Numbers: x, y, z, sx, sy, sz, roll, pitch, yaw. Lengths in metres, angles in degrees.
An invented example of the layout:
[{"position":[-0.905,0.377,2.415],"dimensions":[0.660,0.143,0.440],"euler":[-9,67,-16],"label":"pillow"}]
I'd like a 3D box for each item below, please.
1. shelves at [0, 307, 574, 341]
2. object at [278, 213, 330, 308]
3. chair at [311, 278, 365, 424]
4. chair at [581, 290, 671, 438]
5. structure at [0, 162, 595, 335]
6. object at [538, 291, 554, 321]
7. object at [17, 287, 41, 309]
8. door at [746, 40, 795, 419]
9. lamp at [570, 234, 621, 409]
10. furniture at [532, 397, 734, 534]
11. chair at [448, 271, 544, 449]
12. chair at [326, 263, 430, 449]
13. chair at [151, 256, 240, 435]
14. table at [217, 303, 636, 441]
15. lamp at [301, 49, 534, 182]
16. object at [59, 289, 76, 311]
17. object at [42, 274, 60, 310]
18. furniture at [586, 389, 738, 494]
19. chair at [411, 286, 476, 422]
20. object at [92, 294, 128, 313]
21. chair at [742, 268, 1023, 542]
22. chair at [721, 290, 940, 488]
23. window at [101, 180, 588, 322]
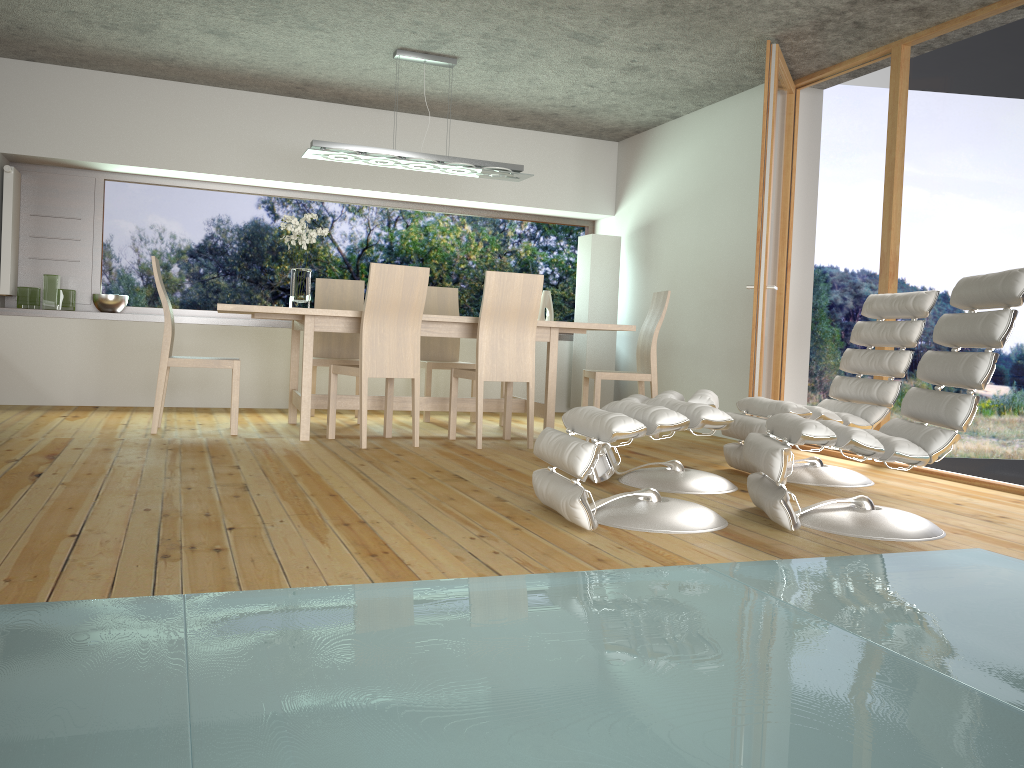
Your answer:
[{"position":[-1.466,-0.472,7.344],"dimensions":[4.869,0.054,0.404],"euler":[1,3,-21],"label":"shelves"},{"position":[-1.300,-0.765,5.497],"dimensions":[0.304,0.607,0.302],"euler":[2,2,-18],"label":"object"},{"position":[-1.249,-0.252,6.331],"dimensions":[0.404,1.016,0.507],"euler":[2,2,-10],"label":"chair"},{"position":[0.794,-0.154,6.236],"dimensions":[0.506,1.016,0.405],"euler":[2,2,-8],"label":"chair"},{"position":[-1.450,-1.016,7.352],"dimensions":[4.873,1.153,0.526],"euler":[1,2,-21],"label":"structure"},{"position":[0.302,-0.643,7.952],"dimensions":[0.153,0.384,0.153],"euler":[2,2,-25],"label":"object"},{"position":[-3.542,-0.630,6.498],"dimensions":[0.111,0.160,0.112],"euler":[3,2,19],"label":"object"},{"position":[1.638,-0.797,5.576],"dimensions":[0.163,2.416,0.935],"euler":[3,2,24],"label":"door"},{"position":[0.722,-0.523,7.664],"dimensions":[0.280,1.499,0.280],"euler":[2,1,-21],"label":"lamp"},{"position":[0.468,0.274,3.281],"dimensions":[0.686,0.439,0.570],"euler":[2,2,-15],"label":"furniture"},{"position":[-0.095,-0.146,5.315],"dimensions":[0.404,1.016,0.507],"euler":[2,2,-22],"label":"chair"},{"position":[-0.769,-0.166,5.117],"dimensions":[0.404,1.016,0.507],"euler":[2,2,-32],"label":"chair"},{"position":[-1.889,-0.227,5.299],"dimensions":[0.506,1.016,0.405],"euler":[2,2,-18],"label":"chair"},{"position":[-0.610,-0.063,5.757],"dimensions":[2.499,0.755,1.202],"euler":[2,3,-18],"label":"table"},{"position":[-0.581,-1.776,5.783],"dimensions":[1.490,0.719,0.290],"euler":[2,2,-21],"label":"lamp"},{"position":[-3.344,-0.629,6.651],"dimensions":[0.111,0.160,0.112],"euler":[1,2,-36],"label":"object"},{"position":[-3.375,-0.670,6.496],"dimensions":[0.099,0.259,0.099],"euler":[2,2,-16],"label":"object"},{"position":[0.713,0.241,4.138],"dimensions":[0.686,0.439,0.570],"euler":[3,2,14],"label":"furniture"},{"position":[-0.524,-0.241,6.762],"dimensions":[0.404,1.016,0.507],"euler":[2,2,-23],"label":"chair"},{"position":[-3.043,-0.606,6.711],"dimensions":[0.247,0.137,0.247],"euler":[3,3,14],"label":"object"},{"position":[1.377,0.048,3.333],"dimensions":[0.914,0.968,0.570],"euler":[3,2,4],"label":"chair"},{"position":[1.594,-0.003,4.508],"dimensions":[0.913,0.968,0.570],"euler":[2,2,-11],"label":"chair"},{"position":[-1.250,-1.053,7.658],"dimensions":[4.185,0.978,0.012],"euler":[1,2,-21],"label":"window"}]
